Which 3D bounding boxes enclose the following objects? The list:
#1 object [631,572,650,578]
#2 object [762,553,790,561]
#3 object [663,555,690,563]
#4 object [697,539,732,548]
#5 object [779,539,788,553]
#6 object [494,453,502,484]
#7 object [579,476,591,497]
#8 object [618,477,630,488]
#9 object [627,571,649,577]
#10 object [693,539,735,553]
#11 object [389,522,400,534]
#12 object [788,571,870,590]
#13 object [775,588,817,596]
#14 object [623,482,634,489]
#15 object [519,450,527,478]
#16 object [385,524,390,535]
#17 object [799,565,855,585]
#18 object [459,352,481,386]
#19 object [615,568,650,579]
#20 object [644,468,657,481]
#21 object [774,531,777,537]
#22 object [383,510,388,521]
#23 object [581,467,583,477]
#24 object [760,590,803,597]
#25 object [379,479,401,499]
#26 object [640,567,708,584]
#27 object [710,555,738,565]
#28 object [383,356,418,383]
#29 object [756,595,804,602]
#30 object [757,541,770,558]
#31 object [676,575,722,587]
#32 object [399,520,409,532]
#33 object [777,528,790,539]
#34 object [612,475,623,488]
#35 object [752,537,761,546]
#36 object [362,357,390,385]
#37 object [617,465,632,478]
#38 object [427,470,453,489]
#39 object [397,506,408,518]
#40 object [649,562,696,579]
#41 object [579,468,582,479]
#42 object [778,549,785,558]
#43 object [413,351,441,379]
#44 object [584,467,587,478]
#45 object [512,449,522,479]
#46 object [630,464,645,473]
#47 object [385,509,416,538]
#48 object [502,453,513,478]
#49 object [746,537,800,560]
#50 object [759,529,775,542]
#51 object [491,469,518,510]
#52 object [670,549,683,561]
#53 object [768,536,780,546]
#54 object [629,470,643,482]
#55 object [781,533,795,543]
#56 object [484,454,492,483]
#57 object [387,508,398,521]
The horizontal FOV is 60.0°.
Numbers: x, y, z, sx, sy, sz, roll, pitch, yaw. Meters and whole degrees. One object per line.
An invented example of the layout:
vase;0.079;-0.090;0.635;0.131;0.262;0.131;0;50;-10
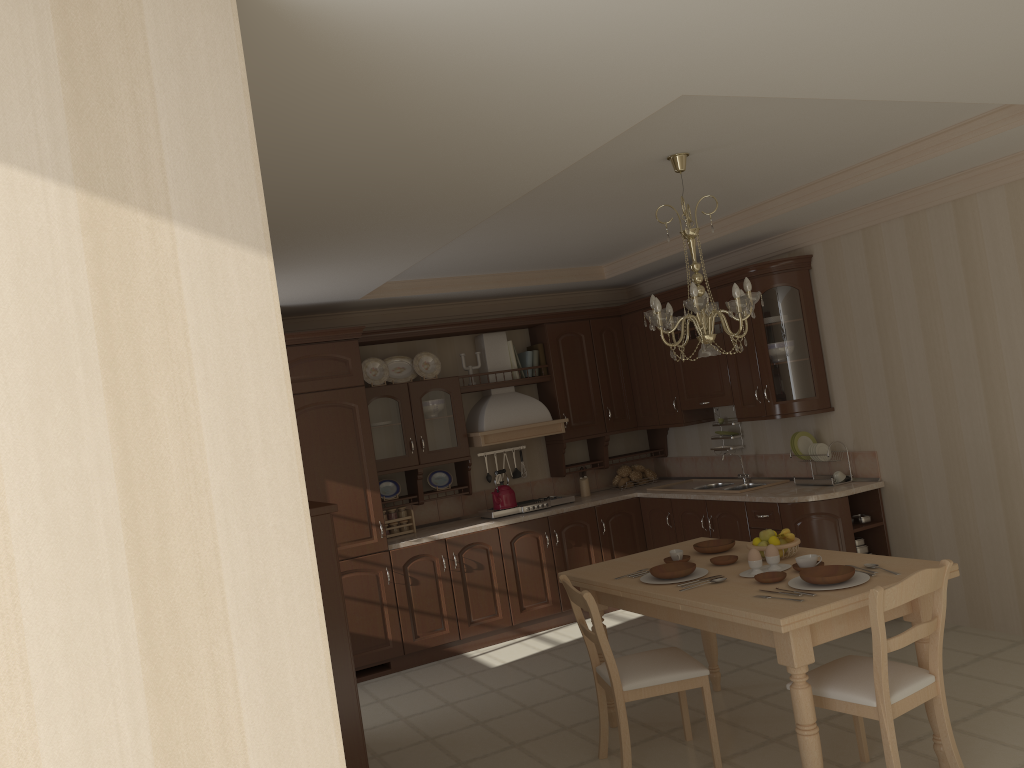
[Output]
object;0.639;0.860;4.051;0.218;0.008;0.022;-8;-2;-24
object;1.183;0.775;3.986;0.128;0.011;0.128;-9;-2;15
object;0.780;0.833;4.183;0.126;0.026;0.127;-9;-2;1
object;0.991;0.794;4.332;0.168;0.034;0.168;-8;-2;-15
object;1.202;0.729;3.977;0.076;0.065;0.077;-10;-2;40
object;-0.116;0.659;6.938;0.051;0.245;0.003;-8;-2;-26
object;0.588;0.825;7.148;0.078;0.148;0.151;-9;-2;11
object;0.912;0.805;7.214;0.104;0.092;0.114;-9;-2;21
object;0.620;0.864;4.083;0.212;0.008;0.018;-8;-2;-27
object;0.990;0.798;4.333;0.204;0.042;0.204;-9;-2;13
object;-0.848;1.038;6.385;0.068;0.088;0.068;-8;-2;-10
object;1.211;0.754;3.393;0.299;0.009;0.299;-10;-2;42
object;1.058;0.777;3.318;0.022;0.008;0.218;-8;-2;-24
object;0.941;0.820;7.251;0.119;0.058;0.114;-9;-2;29
object;0.083;0.634;7.036;0.049;0.219;0.049;-10;-2;41
object;-0.915;1.047;6.345;0.068;0.088;0.068;-8;-2;-10
object;1.208;0.736;3.393;0.204;0.042;0.204;-10;-2;34
object;-0.330;-0.109;6.766;0.174;0.248;0.163;-9;-2;26
object;0.557;0.876;4.097;0.218;0.004;0.028;-7;-2;-36
object;1.140;0.746;7.306;0.097;0.106;0.117;-9;-2;19
object;1.180;0.690;4.040;0.054;0.046;0.047;-9;-2;15
object;-0.930;0.947;6.348;0.068;0.088;0.068;-8;-2;-10
object;0.570;0.766;7.173;0.027;0.191;0.052;-9;-2;19
object;1.006;0.785;3.335;0.018;0.008;0.212;-8;-2;-32
object;-0.902;0.761;6.434;0.202;0.143;0.071;-8;-2;-28
object;0.712;0.844;3.896;0.299;0.009;0.299;-8;-2;-28
object;0.961;0.801;4.014;0.127;0.026;0.126;-9;-2;29
object;-0.835;-0.109;6.551;0.342;0.209;0.073;-8;-2;-25
object;0.980;0.788;3.264;0.028;0.004;0.218;-7;-2;-36
object;1.130;0.739;3.960;0.072;0.076;0.074;-10;-2;39
object;0.791;0.829;3.745;0.221;0.008;0.023;-8;-2;-21
object;-0.782;1.029;6.425;0.068;0.088;0.068;-8;-2;-10
object;1.215;0.685;3.974;0.066;0.085;0.184;-9;-2;11
object;0.867;0.795;7.272;0.092;0.109;0.123;-10;-2;31
object;1.112;0.719;4.015;0.045;0.047;0.055;-9;-2;6
object;-0.992;-0.092;6.410;0.220;0.210;0.068;-8;-2;-28
object;0.919;0.714;7.255;0.118;0.105;0.100;-8;-2;-32
object;-0.536;0.711;6.614;0.202;0.143;0.071;-8;-2;-28
object;-0.797;0.930;6.428;0.068;0.088;0.068;-8;-2;-10
object;0.709;0.826;3.897;0.204;0.042;0.204;-8;-2;-26
object;0.560;0.777;7.146;0.053;0.198;0.027;-7;-2;-43
object;1.178;0.746;3.923;0.055;0.046;0.046;-9;-2;7
object;-0.631;-0.142;6.589;0.220;0.210;0.068;-8;-2;-28
object;0.595;0.767;7.150;0.053;0.198;0.027;-7;-2;-43
object;0.022;0.631;7.021;0.088;0.236;0.028;-8;-2;-26
object;1.036;0.701;7.333;0.112;0.078;0.125;-8;-2;-32
object;-0.855;1.011;6.386;0.276;0.170;0.140;-8;-2;-31
object;-0.049;0.643;6.972;0.089;0.195;0.005;-8;-2;-26
object;1.178;0.744;3.987;0.235;0.068;0.235;-9;-2;21
object;1.150;0.686;3.995;0.068;0.061;0.069;-8;-2;-10
object;-0.068;0.779;6.578;0.181;0.282;0.227;-8;-2;-3
object;0.778;0.817;4.177;0.063;0.055;0.119;-9;-2;3
object;1.164;0.700;3.934;0.045;0.053;0.051;-7;-2;-38
object;1.010;0.752;7.243;0.110;0.102;0.115;-9;-2;3
object;1.231;0.701;3.958;0.064;0.094;0.176;-9;-2;11
object;-0.191;0.656;6.899;0.048;0.231;0.015;-8;-2;-25
object;-0.863;0.938;6.388;0.068;0.088;0.068;-8;-2;-10
